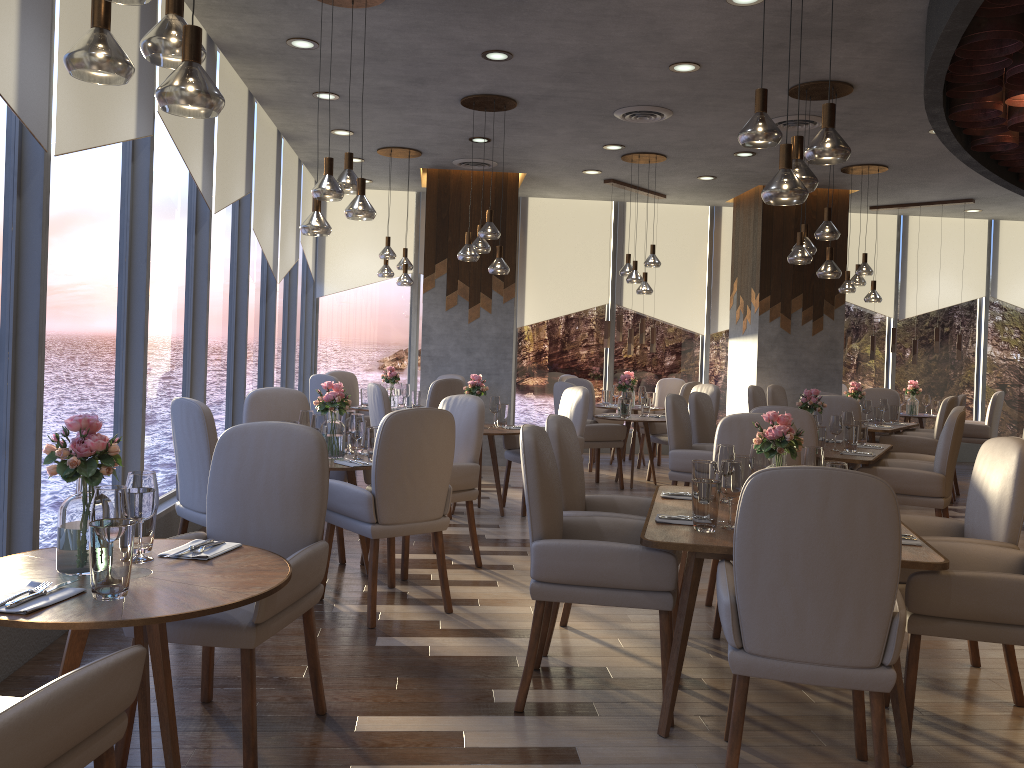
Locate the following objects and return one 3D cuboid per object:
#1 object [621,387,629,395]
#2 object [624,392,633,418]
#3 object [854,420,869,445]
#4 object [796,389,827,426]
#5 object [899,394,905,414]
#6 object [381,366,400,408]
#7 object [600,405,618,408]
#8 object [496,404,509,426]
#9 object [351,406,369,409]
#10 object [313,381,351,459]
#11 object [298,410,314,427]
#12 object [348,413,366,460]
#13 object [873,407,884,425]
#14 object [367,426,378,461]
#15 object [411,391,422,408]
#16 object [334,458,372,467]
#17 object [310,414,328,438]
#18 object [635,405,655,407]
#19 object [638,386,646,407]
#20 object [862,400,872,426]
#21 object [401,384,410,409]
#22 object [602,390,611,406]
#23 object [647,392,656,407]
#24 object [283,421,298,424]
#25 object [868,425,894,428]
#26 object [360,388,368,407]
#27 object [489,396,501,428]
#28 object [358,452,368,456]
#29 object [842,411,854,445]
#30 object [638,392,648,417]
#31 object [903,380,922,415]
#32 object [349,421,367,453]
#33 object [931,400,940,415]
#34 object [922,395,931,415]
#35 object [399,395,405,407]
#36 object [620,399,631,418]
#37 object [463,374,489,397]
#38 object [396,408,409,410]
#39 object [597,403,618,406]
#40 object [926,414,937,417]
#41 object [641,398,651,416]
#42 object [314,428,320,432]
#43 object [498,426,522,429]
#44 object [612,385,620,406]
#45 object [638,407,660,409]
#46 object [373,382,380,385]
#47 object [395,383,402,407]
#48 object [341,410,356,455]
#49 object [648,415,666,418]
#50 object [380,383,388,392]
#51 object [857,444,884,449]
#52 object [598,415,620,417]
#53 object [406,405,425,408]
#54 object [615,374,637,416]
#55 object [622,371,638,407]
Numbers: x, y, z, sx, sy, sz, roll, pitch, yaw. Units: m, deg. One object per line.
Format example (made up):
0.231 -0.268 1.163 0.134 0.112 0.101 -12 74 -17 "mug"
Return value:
1.296 0.146 10.133 0.092 0.244 0.092 2 1 -31 "object"
1.120 0.201 8.558 0.092 0.244 0.092 2 1 -11 "object"
2.568 0.359 6.525 0.102 0.178 0.102 2 1 -4 "object"
2.117 0.238 6.297 0.210 0.415 0.198 3 1 43 "object"
4.698 0.239 10.703 0.092 0.244 0.092 2 1 18 "object"
-1.201 0.029 8.757 0.198 0.415 0.210 2 1 32 "object"
1.133 0.254 10.087 0.157 0.019 0.255 4 3 40 "object"
-0.078 0.251 7.085 0.102 0.178 0.102 2 1 16 "object"
-1.421 0.226 8.586 0.255 0.019 0.157 0 3 -44 "object"
-0.975 0.190 4.816 0.210 0.415 0.198 2 1 -7 "object"
-1.132 0.268 4.876 0.092 0.244 0.092 1 1 -39 "object"
-0.832 0.283 4.754 0.092 0.244 0.092 2 1 30 "object"
3.523 0.314 8.522 0.102 0.178 0.102 2 1 -15 "object"
-0.727 0.320 4.730 0.102 0.178 0.102 1 1 -44 "object"
-0.939 0.158 8.709 0.102 0.178 0.102 1 1 -33 "object"
-0.819 0.402 4.590 0.157 0.019 0.255 0 3 -40 "object"
-1.014 0.281 4.650 0.092 0.244 0.092 2 1 -21 "object"
1.551 0.254 10.462 0.255 0.019 0.157 0 3 -44 "object"
1.497 0.149 10.229 0.092 0.244 0.092 3 1 44 "object"
3.415 0.277 8.526 0.092 0.244 0.092 2 1 -9 "object"
-1.047 0.121 8.717 0.092 0.244 0.092 2 1 -24 "object"
1.096 0.164 10.318 0.102 0.178 0.102 3 1 34 "object"
1.605 0.186 10.220 0.102 0.178 0.102 2 1 -2 "object"
-1.238 0.296 4.907 0.102 0.178 0.102 2 1 -10 "object"
3.460 0.397 8.368 0.255 0.019 0.157 4 3 39 "object"
-1.457 0.136 8.808 0.102 0.178 0.102 2 1 6 "object"
-0.136 0.219 6.993 0.092 0.244 0.092 1 1 -40 "object"
-0.757 0.389 4.989 0.255 0.019 0.157 0 3 -36 "object"
2.461 0.323 6.511 0.092 0.244 0.092 2 1 -19 "object"
1.293 0.199 8.750 0.092 0.244 0.092 2 1 41 "object"
4.777 0.162 10.556 0.198 0.415 0.210 2 1 -27 "object"
-0.888 0.301 5.088 0.102 0.178 0.102 2 1 0 "object"
5.073 0.288 10.628 0.102 0.178 0.102 2 1 -20 "object"
4.965 0.252 10.622 0.092 0.244 0.092 2 1 -14 "object"
-1.127 0.140 9.013 0.102 0.178 0.102 2 1 21 "object"
1.077 0.236 8.457 0.102 0.178 0.102 2 1 -25 "object"
-0.287 0.128 7.027 0.198 0.415 0.210 2 1 -32 "object"
-1.009 0.241 8.557 0.255 0.019 0.157 4 3 41 "object"
1.151 0.240 10.475 0.255 0.019 0.157 4 3 38 "object"
5.023 0.372 10.468 0.255 0.019 0.157 3 3 34 "object"
1.336 0.230 8.850 0.102 0.178 0.102 2 1 -13 "object"
-1.040 0.317 4.544 0.102 0.178 0.102 2 1 26 "object"
0.021 0.339 6.954 0.255 0.019 0.157 1 2 -20 "object"
1.206 0.135 10.316 0.092 0.244 0.092 2 1 -27 "object"
1.534 0.269 10.069 0.255 0.019 0.157 4 3 42 "object"
-1.347 0.107 8.802 0.092 0.244 0.092 2 1 -2 "object"
-1.141 0.110 8.904 0.092 0.244 0.092 2 1 25 "object"
-0.919 0.271 4.983 0.092 0.244 0.092 2 1 -11 "object"
1.454 0.318 8.737 0.255 0.019 0.157 1 3 -29 "object"
-1.253 0.118 8.613 0.092 0.244 0.092 2 1 -24 "object"
2.530 0.444 6.363 0.255 0.019 0.157 3 3 29 "object"
0.951 0.307 8.569 0.255 0.019 0.157 1 3 -31 "object"
-0.982 0.227 8.936 0.255 0.019 0.157 0 3 -45 "object"
1.111 0.108 8.738 0.210 0.415 0.198 3 1 43 "object"
1.360 0.056 10.299 0.210 0.415 0.198 2 1 8 "object"
